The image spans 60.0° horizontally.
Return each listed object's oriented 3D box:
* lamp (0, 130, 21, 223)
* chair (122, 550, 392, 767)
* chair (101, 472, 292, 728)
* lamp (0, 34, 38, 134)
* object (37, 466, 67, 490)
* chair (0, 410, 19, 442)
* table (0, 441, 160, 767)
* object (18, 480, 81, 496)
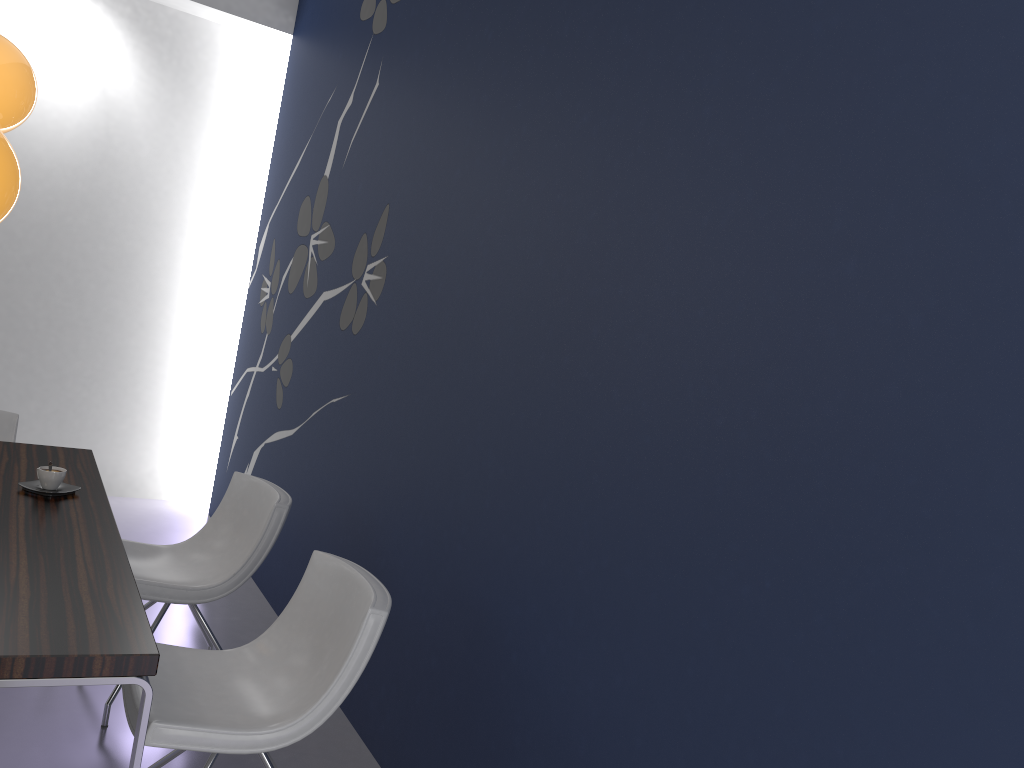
[{"bbox_3d":[-1.154,-1.310,1.960,0.358,1.974,0.359,10,3,-24],"label":"lamp"},{"bbox_3d":[-0.720,0.902,2.408,0.620,0.805,0.508,9,3,-30],"label":"chair"},{"bbox_3d":[-1.218,0.758,3.310,0.620,0.805,0.508,9,4,-35],"label":"chair"},{"bbox_3d":[-1.517,-1.586,2.661,0.359,1.645,0.358,10,3,-19],"label":"lamp"},{"bbox_3d":[-1.488,0.302,2.844,0.101,0.064,0.081,11,3,-5],"label":"object"},{"bbox_3d":[-2.377,0.515,3.654,0.508,0.805,0.620,9,3,-30],"label":"chair"},{"bbox_3d":[-1.760,0.711,2.428,1.127,0.783,2.046,9,3,-30],"label":"table"},{"bbox_3d":[-1.484,0.335,2.847,0.154,0.020,0.154,12,3,15],"label":"object"}]
